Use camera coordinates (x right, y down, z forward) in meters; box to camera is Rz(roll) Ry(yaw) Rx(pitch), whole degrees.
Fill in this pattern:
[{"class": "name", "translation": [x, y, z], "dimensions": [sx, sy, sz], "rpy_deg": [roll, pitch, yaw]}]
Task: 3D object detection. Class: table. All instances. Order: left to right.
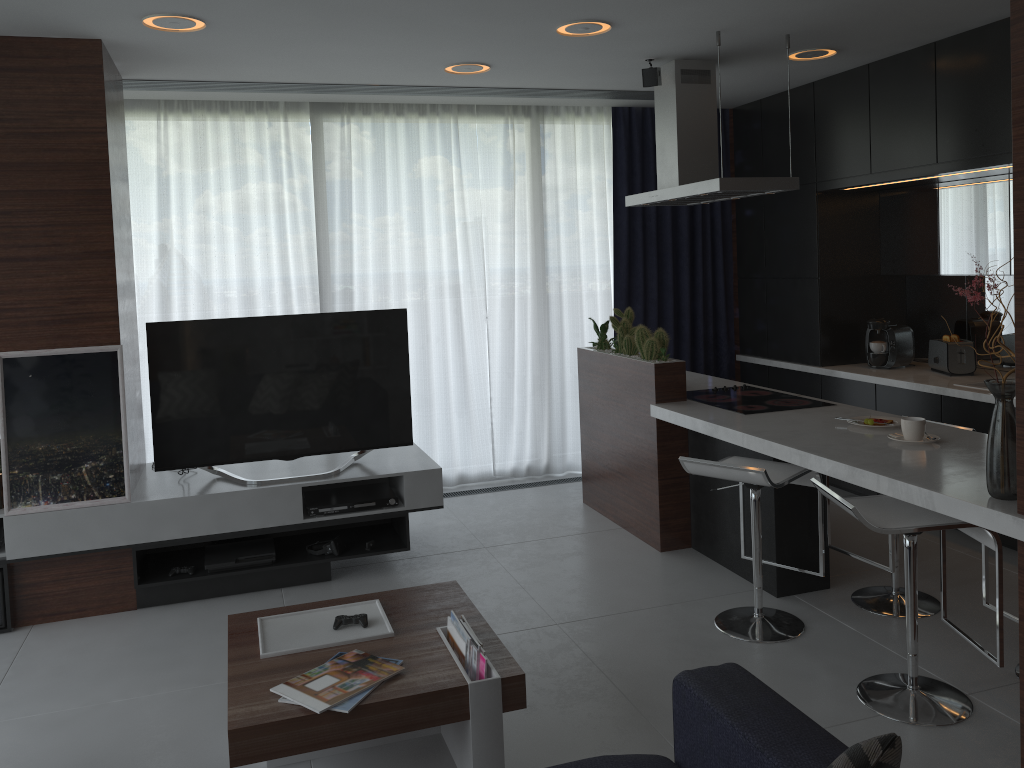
[{"class": "table", "translation": [-0.457, 0.964, 2.754], "dimensions": [0.801, 0.350, 0.810], "rpy_deg": [-5, 7, -17]}]

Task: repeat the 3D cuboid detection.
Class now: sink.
[{"class": "sink", "translation": [2.695, 0.000, 4.330], "dimensions": [0.504, 0.489, 0.858], "rpy_deg": [-4, 7, -17]}]

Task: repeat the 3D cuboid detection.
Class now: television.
[{"class": "television", "translation": [-1.110, 0.053, 4.337], "dimensions": [1.232, 0.782, 0.299], "rpy_deg": [-4, 4, -18]}]

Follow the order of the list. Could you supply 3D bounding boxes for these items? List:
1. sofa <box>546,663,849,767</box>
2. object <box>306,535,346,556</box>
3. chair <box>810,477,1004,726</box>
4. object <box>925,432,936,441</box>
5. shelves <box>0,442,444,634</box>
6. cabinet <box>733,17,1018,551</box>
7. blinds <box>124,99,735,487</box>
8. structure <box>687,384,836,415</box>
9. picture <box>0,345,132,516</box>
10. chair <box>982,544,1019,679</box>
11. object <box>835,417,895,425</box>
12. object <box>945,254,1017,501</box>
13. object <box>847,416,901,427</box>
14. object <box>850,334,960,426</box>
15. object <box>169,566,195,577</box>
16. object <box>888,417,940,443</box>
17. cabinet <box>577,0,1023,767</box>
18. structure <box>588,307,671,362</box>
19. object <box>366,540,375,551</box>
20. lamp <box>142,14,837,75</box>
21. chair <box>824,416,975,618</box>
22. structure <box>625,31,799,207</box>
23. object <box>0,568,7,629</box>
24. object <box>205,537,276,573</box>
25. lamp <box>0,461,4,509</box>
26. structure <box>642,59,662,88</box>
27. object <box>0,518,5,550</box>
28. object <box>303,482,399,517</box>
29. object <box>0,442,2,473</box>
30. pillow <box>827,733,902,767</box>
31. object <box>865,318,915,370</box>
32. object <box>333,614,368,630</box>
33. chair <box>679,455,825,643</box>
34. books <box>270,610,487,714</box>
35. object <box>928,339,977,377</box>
[{"class": "sofa", "translation": [-0.791, 0.994, 1.707], "dimensions": [2.877, 0.604, 1.910], "rpy_deg": [-5, 8, -18]}, {"class": "object", "translation": [-0.912, 0.782, 4.294], "dimensions": [0.184, 0.078, 0.118], "rpy_deg": [-1, 6, 12]}, {"class": "chair", "translation": [1.286, 0.691, 2.924], "dimensions": [0.464, 0.705, 0.398], "rpy_deg": [-2, 4, 0]}, {"class": "object", "translation": [1.580, 0.199, 3.368], "dimensions": [0.036, 0.012, 0.167], "rpy_deg": [-1, 8, 8]}, {"class": "shelves", "translation": [-1.585, 0.705, 4.423], "dimensions": [2.353, 0.496, 0.878], "rpy_deg": [-5, 7, -18]}, {"class": "cabinet", "translation": [2.485, -0.550, 4.893], "dimensions": [0.706, 2.537, 3.498], "rpy_deg": [-3, 6, -17]}, {"class": "blinds", "translation": [-0.267, -0.209, 2.427], "dimensions": [5.805, 2.755, 7.182], "rpy_deg": [-4, 7, -14]}, {"class": "structure", "translation": [1.187, 0.086, 4.479], "dimensions": [0.505, 0.056, 0.768], "rpy_deg": [-5, 8, -17]}, {"class": "picture", "translation": [-1.952, 0.195, 3.858], "dimensions": [0.501, 0.697, 0.053], "rpy_deg": [-4, 3, -18]}, {"class": "chair", "translation": [1.932, 0.641, 2.984], "dimensions": [0.464, 0.736, 0.398], "rpy_deg": [-3, 4, -11]}, {"class": "object", "translation": [1.474, 0.155, 3.693], "dimensions": [0.249, 0.008, 0.026], "rpy_deg": [5, 10, 41]}, {"class": "object", "translation": [1.387, -0.039, 2.582], "dimensions": [0.389, 0.731, 0.198], "rpy_deg": [-5, 4, -36]}, {"class": "object", "translation": [1.525, 0.163, 3.687], "dimensions": [0.239, 0.019, 0.240], "rpy_deg": [5, 11, 44]}, {"class": "object", "translation": [2.010, -0.055, 4.359], "dimensions": [0.140, 0.220, 1.890], "rpy_deg": [1, 8, 37]}, {"class": "object", "translation": [-1.517, 0.857, 4.068], "dimensions": [0.112, 0.036, 0.071], "rpy_deg": [-3, 7, -5]}, {"class": "object", "translation": [1.523, 0.175, 3.350], "dimensions": [0.183, 0.086, 0.182], "rpy_deg": [-8, 9, -41]}, {"class": "cabinet", "translation": [1.235, -0.369, 3.949], "dimensions": [0.787, 2.536, 3.354], "rpy_deg": [-3, 6, -17]}, {"class": "structure", "translation": [0.630, -0.290, 4.948], "dimensions": [0.223, 0.284, 1.007], "rpy_deg": [-4, 7, -15]}, {"class": "object", "translation": [-0.691, 0.787, 4.303], "dimensions": [0.044, 0.043, 0.044], "rpy_deg": [-4, 6, -17]}, {"class": "lamp", "translation": [2.494, -1.591, 3.429], "dimensions": [9.620, 0.084, 5.367], "rpy_deg": [-7, 9, -31]}, {"class": "chair", "translation": [1.642, 0.551, 3.723], "dimensions": [0.465, 0.736, 0.397], "rpy_deg": [-4, 4, -22]}, {"class": "structure", "translation": [1.021, -1.371, 4.737], "dimensions": [0.447, 0.755, 1.050], "rpy_deg": [-4, 6, -17]}, {"class": "object", "translation": [-2.316, 0.920, 3.871], "dimensions": [0.213, 0.250, 0.255], "rpy_deg": [-4, 6, -17]}, {"class": "object", "translation": [-1.300, 0.810, 4.226], "dimensions": [0.314, 0.067, 0.315], "rpy_deg": [-5, 8, -17]}, {"class": "lamp", "translation": [-2.325, 0.447, 3.931], "dimensions": [0.153, 0.210, 0.078], "rpy_deg": [0, 4, 31]}, {"class": "structure", "translation": [0.752, -1.665, 4.753], "dimensions": [0.084, 0.141, 0.115], "rpy_deg": [-1, 5, 22]}, {"class": "object", "translation": [-2.447, 0.655, 3.929], "dimensions": [0.370, 0.149, 0.371], "rpy_deg": [-5, 7, -17]}, {"class": "object", "translation": [-0.806, 0.573, 4.388], "dimensions": [0.431, 0.052, 0.337], "rpy_deg": [-5, 8, -17]}, {"class": "object", "translation": [-2.543, 0.389, 4.362], "dimensions": [0.169, 0.228, 0.168], "rpy_deg": [-6, 6, -41]}, {"class": "pillow", "translation": [0.442, 0.790, 1.392], "dimensions": [0.221, 0.383, 0.417], "rpy_deg": [1, 7, 43]}, {"class": "object", "translation": [2.307, -0.255, 5.433], "dimensions": [0.270, 0.310, 0.215], "rpy_deg": [-6, 5, -32]}, {"class": "object", "translation": [-0.521, 0.765, 2.863], "dimensions": [0.112, 0.036, 0.071], "rpy_deg": [-3, 7, -5]}, {"class": "chair", "translation": [0.954, 0.621, 3.536], "dimensions": [0.396, 0.705, 0.466], "rpy_deg": [2, 6, 45]}, {"class": "books", "translation": [2.607, 0.456, 4.922], "dimensions": [8.275, 0.370, 0.406], "rpy_deg": [-9, 8, -38]}, {"class": "object", "translation": [2.516, -0.156, 5.069], "dimensions": [0.176, 0.194, 0.262], "rpy_deg": [-2, 6, 3]}]
